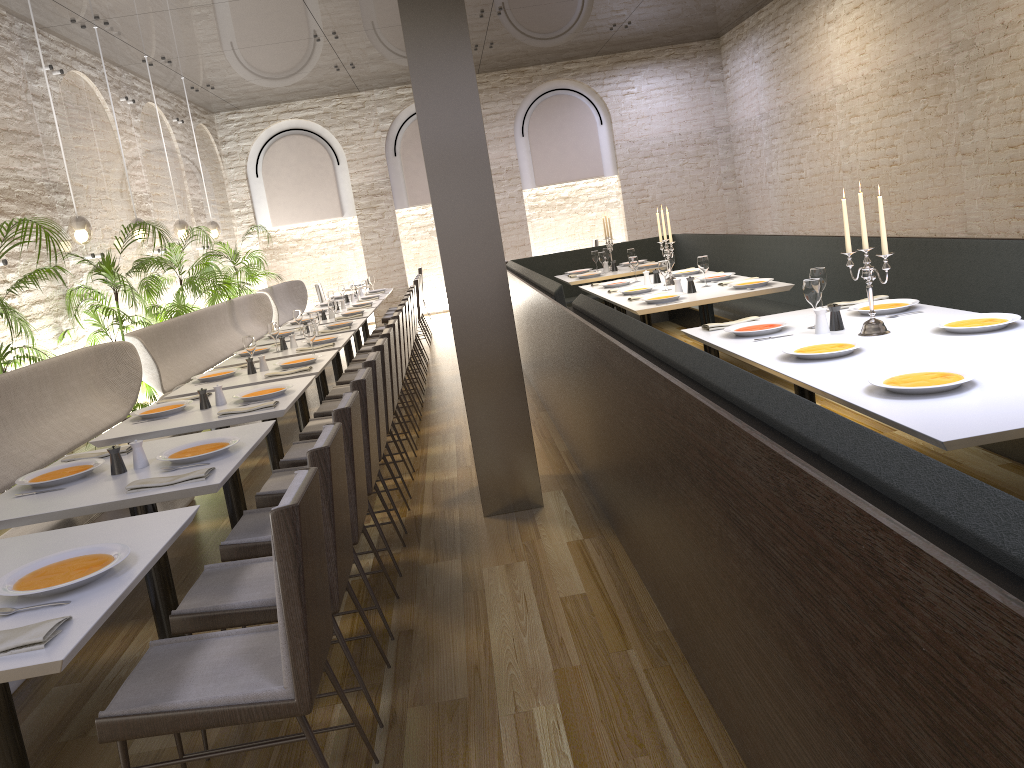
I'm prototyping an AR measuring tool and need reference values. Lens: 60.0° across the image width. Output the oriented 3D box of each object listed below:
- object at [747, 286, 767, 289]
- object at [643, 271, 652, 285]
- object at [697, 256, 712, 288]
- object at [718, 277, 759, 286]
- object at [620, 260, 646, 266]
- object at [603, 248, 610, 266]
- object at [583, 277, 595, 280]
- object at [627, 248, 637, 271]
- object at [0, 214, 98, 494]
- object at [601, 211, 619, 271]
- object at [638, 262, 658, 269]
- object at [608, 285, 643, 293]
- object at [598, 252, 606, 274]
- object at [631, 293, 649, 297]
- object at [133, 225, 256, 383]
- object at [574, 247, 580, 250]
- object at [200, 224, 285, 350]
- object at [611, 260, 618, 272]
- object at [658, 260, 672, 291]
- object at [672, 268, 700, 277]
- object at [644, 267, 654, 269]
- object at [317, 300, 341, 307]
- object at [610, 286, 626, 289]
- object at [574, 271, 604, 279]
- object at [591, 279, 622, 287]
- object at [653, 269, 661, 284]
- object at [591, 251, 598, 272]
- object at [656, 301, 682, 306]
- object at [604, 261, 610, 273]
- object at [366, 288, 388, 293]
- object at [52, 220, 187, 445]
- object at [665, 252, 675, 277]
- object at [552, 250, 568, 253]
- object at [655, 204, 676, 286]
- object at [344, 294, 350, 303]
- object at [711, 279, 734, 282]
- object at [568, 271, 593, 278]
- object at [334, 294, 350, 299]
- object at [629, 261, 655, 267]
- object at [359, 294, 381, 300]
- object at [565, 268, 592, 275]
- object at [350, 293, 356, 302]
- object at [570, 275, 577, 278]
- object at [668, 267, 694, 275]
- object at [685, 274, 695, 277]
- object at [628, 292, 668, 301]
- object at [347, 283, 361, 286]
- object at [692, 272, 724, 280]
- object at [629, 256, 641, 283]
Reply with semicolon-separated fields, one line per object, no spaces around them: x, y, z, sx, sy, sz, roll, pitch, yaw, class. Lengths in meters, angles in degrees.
1.688;-0.659;6.033;0.181;0.015;0.038;-9;10;-2;object
1.146;-0.901;7.523;0.069;0.126;0.069;-10;9;-9;object
1.444;-0.844;6.649;0.086;0.229;0.086;-2;11;39;object
1.678;-0.757;6.568;0.273;0.033;0.143;-10;10;-3;object
1.383;-1.374;10.092;0.322;0.036;0.323;1;15;44;object
1.092;-1.437;10.134;0.087;0.229;0.086;-14;10;-32;object
0.823;-1.094;9.121;0.185;0.010;0.017;-10;10;-3;object
1.249;-1.291;9.220;0.086;0.229;0.087;-4;10;33;object
-3.185;-0.009;5.546;1.143;1.963;1.197;-4;10;27;object
1.059;-1.565;9.674;0.131;0.653;0.393;-8;9;8;object
1.439;-1.245;9.355;0.323;0.036;0.322;-14;12;-27;object
0.938;-0.785;7.345;0.273;0.033;0.143;-10;10;-3;object
0.975;-1.298;9.491;0.086;0.229;0.087;-4;10;33;object
0.999;-0.688;6.792;0.185;0.010;0.017;-10;10;-3;object
-3.495;-0.719;9.621;1.187;1.963;1.153;-2;11;37;object
0.869;-1.683;11.647;0.086;0.229;0.087;-5;9;27;object
-3.664;-1.145;12.058;1.149;1.963;1.192;-13;9;-22;object
1.104;-1.278;9.581;0.069;0.126;0.069;-2;11;38;object
1.177;-0.833;6.818;0.086;0.229;0.087;-9;8;-3;object
1.551;-0.989;7.881;0.322;0.036;0.323;-10;10;-7;object
1.450;-1.206;9.176;0.181;0.015;0.038;-9;10;-2;object
-2.368;-1.037;11.479;0.321;0.036;0.324;-2;13;34;object
0.935;-0.836;7.641;0.185;0.010;0.017;-10;10;-3;object
0.814;-1.140;9.323;0.323;0.036;0.322;-14;12;-27;object
0.874;-0.933;8.195;0.273;0.033;0.143;-10;10;-3;object
1.227;-0.914;7.524;0.069;0.126;0.069;-10;9;-9;object
0.941;-1.377;9.940;0.086;0.229;0.087;-4;10;33;object
1.060;-0.546;5.977;0.185;0.010;0.017;-10;10;-3;object
1.023;-1.268;9.601;0.069;0.126;0.069;-2;11;38;object
-1.924;-1.322;12.632;0.321;0.036;0.324;-2;13;34;object
-3.343;-0.373;7.634;1.143;1.963;1.197;-4;10;27;object
1.369;-1.016;7.635;0.086;0.229;0.087;-8;9;9;object
0.850;-2.320;15.631;0.321;0.036;0.324;-3;12;32;object
1.248;-1.128;7.168;0.131;0.653;0.393;-8;9;8;object
-2.128;-1.104;11.419;0.059;0.109;0.060;-4;10;32;object
1.626;-0.801;6.847;0.181;0.015;0.038;-9;10;-2;object
0.756;-1.204;9.754;0.273;0.033;0.143;-10;10;-3;object
-2.454;-1.234;12.606;0.321;0.036;0.324;-2;13;34;object
1.434;-1.317;9.784;0.273;0.033;0.143;-10;10;-3;object
-1.839;-1.126;11.505;0.321;0.036;0.324;-2;13;34;object
0.758;-1.269;10.061;0.322;0.036;0.323;-10;10;-7;object
-2.063;-1.124;11.467;0.059;0.109;0.060;-4;10;32;object
0.768;-1.178;9.601;0.273;0.033;0.143;-10;10;-3;object
1.552;-1.047;8.231;0.273;0.033;0.143;-10;10;-3;object
1.562;-0.948;7.697;0.181;0.015;0.038;-9;10;-2;object
1.000;-0.643;6.531;0.273;0.033;0.143;-10;10;-3;object
-2.734;-1.717;15.441;0.321;0.036;0.324;-3;12;32;object
1.616;-0.899;7.382;0.273;0.033;0.143;-10;10;-3;object
1.095;-1.023;7.906;0.086;0.229;0.087;-8;9;9;object
